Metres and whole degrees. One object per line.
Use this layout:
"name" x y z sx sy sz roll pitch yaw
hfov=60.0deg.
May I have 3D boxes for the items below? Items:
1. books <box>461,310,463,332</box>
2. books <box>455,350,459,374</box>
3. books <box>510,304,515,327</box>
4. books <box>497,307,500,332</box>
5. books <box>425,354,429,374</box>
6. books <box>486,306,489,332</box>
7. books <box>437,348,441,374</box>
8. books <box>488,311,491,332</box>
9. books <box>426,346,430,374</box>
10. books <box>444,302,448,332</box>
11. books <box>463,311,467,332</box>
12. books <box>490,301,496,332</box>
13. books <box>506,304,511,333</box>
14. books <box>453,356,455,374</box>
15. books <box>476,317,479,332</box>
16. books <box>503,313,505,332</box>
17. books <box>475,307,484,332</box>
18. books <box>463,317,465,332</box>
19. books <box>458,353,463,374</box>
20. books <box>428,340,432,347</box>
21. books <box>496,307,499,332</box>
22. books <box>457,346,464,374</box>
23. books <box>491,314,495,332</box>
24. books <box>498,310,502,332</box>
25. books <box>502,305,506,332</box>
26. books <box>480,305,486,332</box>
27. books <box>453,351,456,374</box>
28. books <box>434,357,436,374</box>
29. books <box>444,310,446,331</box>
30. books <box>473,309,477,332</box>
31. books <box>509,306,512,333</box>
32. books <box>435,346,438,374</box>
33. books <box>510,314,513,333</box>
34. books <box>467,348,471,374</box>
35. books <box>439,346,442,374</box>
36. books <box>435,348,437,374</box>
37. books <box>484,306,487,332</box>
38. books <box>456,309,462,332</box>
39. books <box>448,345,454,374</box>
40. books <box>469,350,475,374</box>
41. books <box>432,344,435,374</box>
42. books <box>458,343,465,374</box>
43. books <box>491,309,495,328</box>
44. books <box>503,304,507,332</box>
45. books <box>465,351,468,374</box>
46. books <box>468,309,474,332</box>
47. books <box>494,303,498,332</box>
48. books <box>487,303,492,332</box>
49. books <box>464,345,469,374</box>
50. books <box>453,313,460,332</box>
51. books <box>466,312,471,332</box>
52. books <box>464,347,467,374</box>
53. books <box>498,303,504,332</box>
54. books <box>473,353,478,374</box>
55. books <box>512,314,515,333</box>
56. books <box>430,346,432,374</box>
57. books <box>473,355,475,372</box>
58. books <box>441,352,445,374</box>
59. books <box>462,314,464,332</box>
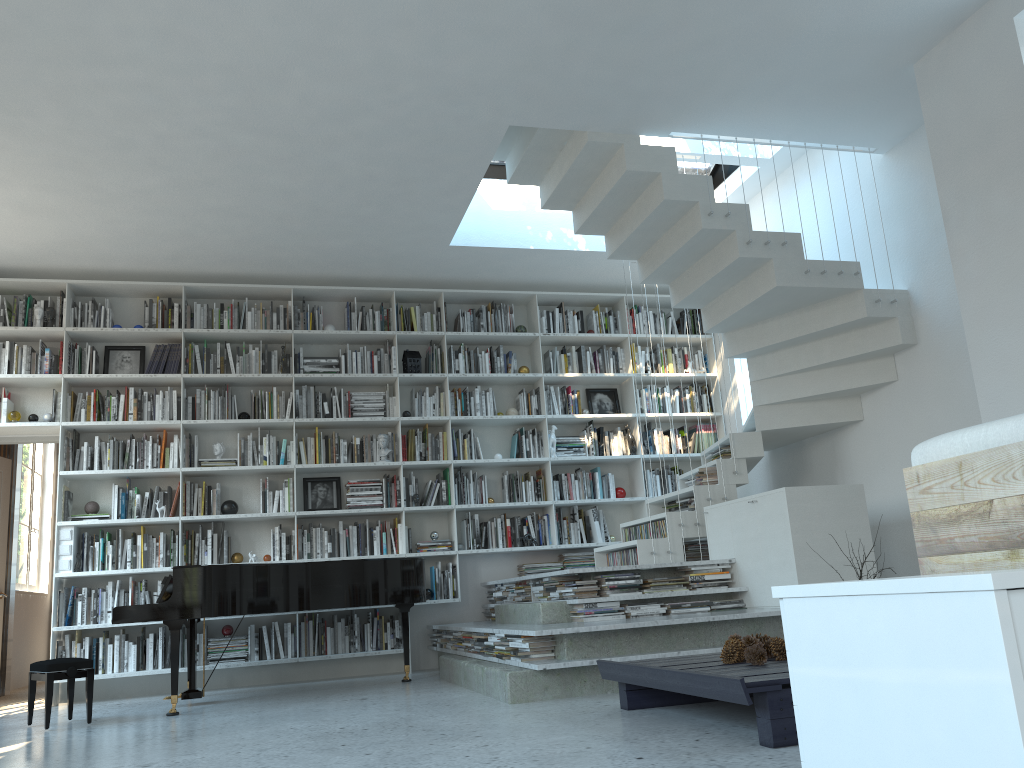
"books" -0.459 -0.510 7.794 0.011 0.243 0.173 0 -14 -16
"books" -0.490 -0.153 7.695 0.026 0.242 0.148 0 -14 -16
"books" -0.003 -0.544 7.920 0.006 0.305 0.164 0 -14 -16
"books" -0.137 -0.526 7.888 0.008 0.274 0.163 0 -14 -16
"books" -0.734 -0.137 7.630 0.019 0.213 0.156 0 -14 -16
"books" -0.233 -0.529 7.871 0.007 0.284 0.160 0 -14 -16
"books" -0.639 -0.162 7.630 0.013 0.247 0.186 0 -14 -16
"books" -0.214 -0.507 7.850 0.018 0.230 0.160 0 -14 -16
"books" -0.720 -0.174 7.608 0.021 0.271 0.191 0 -14 -16
"books" -0.589 -0.543 7.745 0.019 0.303 0.176 0 -14 -16
"books" -0.423 -0.506 7.789 0.013 0.229 0.174 0 -14 -16
"books" -0.176 -0.554 7.877 0.007 0.328 0.184 0 -14 -16
"books" -0.050 -0.539 7.907 0.013 0.296 0.189 0 -14 -16
"books" -0.523 -0.168 7.702 0.011 0.279 0.134 0 -14 -16
"books" -0.323 -0.480 7.845 0.031 0.190 0.132 0 -14 -16
"books" -0.094 -0.519 7.896 0.014 0.258 0.150 0 -14 -16
"books" -0.286 -0.523 7.822 0.028 0.257 0.185 0 -14 -16
"books" -0.435 -0.481 7.792 0.009 0.183 0.160 0 -14 -16
"books" -0.459 -0.141 7.681 0.026 0.207 0.181 0 -14 -16
"books" -0.707 -0.199 7.649 0.025 0.338 0.143 0 -14 -16
"books" -0.148 -0.528 7.890 0.012 0.279 0.144 0 -14 -16
"books" -0.448 -0.173 7.710 0.011 0.282 0.173 0 -14 -16
"books" -0.187 -0.495 7.844 0.018 0.200 0.189 0 -14 -16
"books" -0.120 -0.516 7.890 0.024 0.252 0.150 0 -14 -16
"books" -0.082 -0.538 7.909 0.019 0.298 0.137 0 -14 -16
"books" -0.268 -0.534 7.855 0.024 0.291 0.168 0 -14 -16
"books" -0.509 -0.150 7.695 0.012 0.239 0.139 0 -14 -16
"books" -0.674 -0.138 7.640 0.013 0.210 0.140 0 -14 -16
"books" -0.609 -0.505 7.739 0.033 0.229 0.176 0 -14 -16
"books" -0.346 -0.516 7.829 0.021 0.256 0.169 0 -14 -16
"books" -0.038 -0.532 7.901 0.008 0.278 0.181 0 -14 -16
"books" -0.664 -0.171 7.670 0.013 0.288 0.132 0 -14 -16
"books" -0.027 -0.498 7.910 0.018 0.214 0.158 0 -14 -16
"books" -0.388 -0.167 7.742 0.012 0.276 0.133 0 -14 -16
"books" -0.626 -0.175 7.674 0.005 0.291 0.131 0 -14 -16
"books" -0.664 -0.162 7.638 0.005 0.254 0.159 0 -14 -16
"books" -0.252 -0.532 7.872 0.017 0.294 0.139 0 -14 -16
"books" -0.466 -0.512 7.783 0.009 0.243 0.173 0 -14 -16
"books" -0.529 -0.175 7.681 0.012 0.284 0.160 0 -14 -16
"books" -0.361 -0.155 7.721 0.027 0.241 0.160 0 -14 -16
"books" -0.684 -0.180 7.627 0.021 0.287 0.179 0 -14 -16
"books" -0.435 -0.186 7.711 0.014 0.306 0.153 0 -14 -16
"books" -0.181 -0.516 7.867 0.008 0.250 0.170 0 -14 -16
"books" -0.075 -0.544 7.931 0.008 0.320 0.134 0 -14 -16
"books" -0.413 -0.150 7.717 0.012 0.235 0.166 0 -14 -16
"books" -0.370 -0.516 7.820 0.030 0.254 0.161 0 -14 -16
"books" -0.160 -0.544 7.861 0.015 0.298 0.183 0 -14 -16
"books" -0.207 -0.545 7.868 0.006 0.311 0.179 0 -14 -16
"books" -0.403 -0.178 7.733 0.021 0.295 0.139 0 -14 -16
"books" -0.489 -0.494 7.765 0.046 0.206 0.183 0 -14 -16
"books" -0.397 -0.501 7.809 0.028 0.225 0.164 0 -14 -16
"books" -0.422 -0.168 7.709 0.010 0.268 0.166 0 -14 -16
"books" -0.104 -0.544 7.892 0.008 0.306 0.183 0 -14 -16
"books" -0.327 -0.142 7.751 0.028 0.223 0.142 0 -14 -16
"books" -0.009 -0.497 7.905 0.014 0.208 0.188 0 -14 -16
"books" -0.708 -0.170 7.625 0.022 0.271 0.182 0 -14 -16
"books" -0.345 -0.138 7.741 0.014 0.214 0.132 0 -14 -16
"books" -0.608 -0.146 7.635 0.008 0.213 0.224 0 -14 -16
"books" -0.450 -0.513 7.807 0.012 0.254 0.134 0 -14 -16
